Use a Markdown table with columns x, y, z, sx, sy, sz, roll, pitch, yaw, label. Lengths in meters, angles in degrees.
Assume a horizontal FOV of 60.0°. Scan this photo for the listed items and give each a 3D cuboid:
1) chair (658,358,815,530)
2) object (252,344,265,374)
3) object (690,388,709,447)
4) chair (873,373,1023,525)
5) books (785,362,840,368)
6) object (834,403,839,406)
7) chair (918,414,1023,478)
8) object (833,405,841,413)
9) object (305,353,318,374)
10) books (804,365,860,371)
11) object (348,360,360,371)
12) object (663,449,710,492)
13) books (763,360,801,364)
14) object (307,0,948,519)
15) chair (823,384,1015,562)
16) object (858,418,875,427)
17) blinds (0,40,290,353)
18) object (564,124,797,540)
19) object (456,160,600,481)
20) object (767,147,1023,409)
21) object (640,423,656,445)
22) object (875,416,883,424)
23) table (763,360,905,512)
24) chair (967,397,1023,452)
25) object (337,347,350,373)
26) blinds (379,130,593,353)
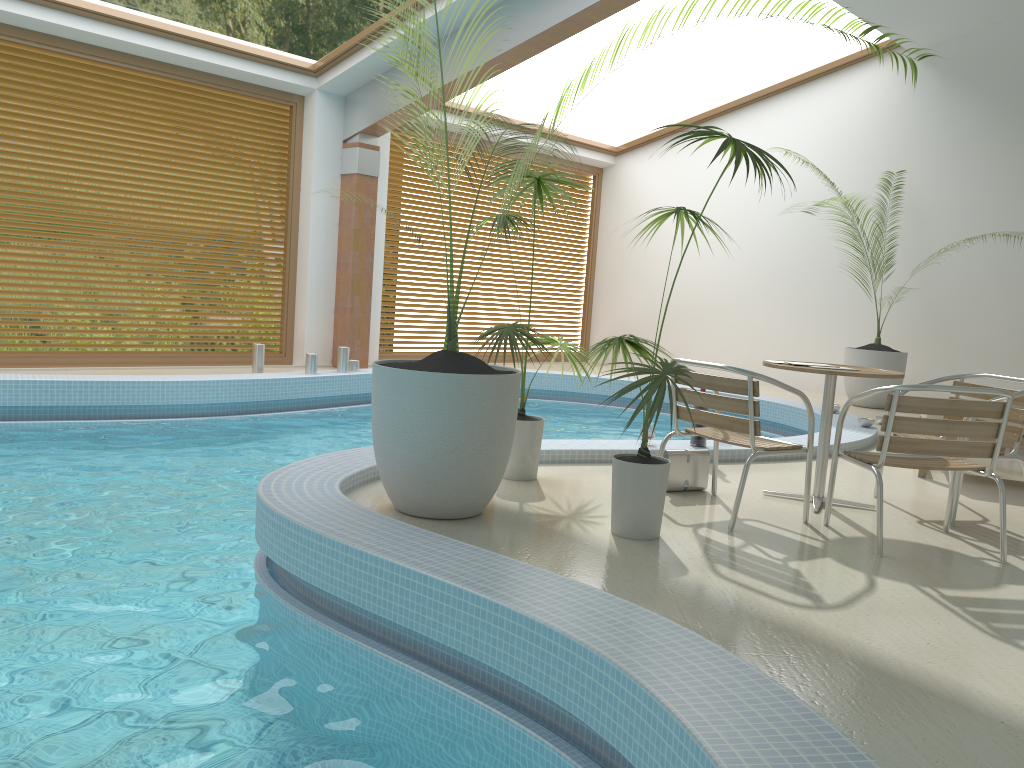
| x | y | z | sx | sy | sz | roll | pitch | yaw | label |
| --- | --- | --- | --- | --- | --- | --- | --- | --- | --- |
| 1.077 | 0.256 | 4.307 | 0.563 | 0.727 | 0.618 | 0 | 7 | -34 | chair |
| -2.507 | -0.235 | 8.767 | 0.115 | 0.320 | 0.115 | 4 | 6 | 3 | object |
| 1.233 | 0.188 | 5.787 | 0.109 | 0.435 | 0.109 | 3 | 6 | -11 | object |
| 2.336 | 0.307 | 4.671 | 0.563 | 0.727 | 0.618 | 3 | 6 | -14 | chair |
| 1.556 | -0.102 | 4.624 | 0.241 | 0.004 | 0.166 | 3 | 6 | -5 | books |
| 3.074 | 0.224 | 8.539 | 0.140 | 0.069 | 0.140 | 5 | 6 | 13 | object |
| 3.641 | 0.239 | 5.609 | 1.903 | 0.866 | 0.861 | 6 | 6 | 22 | chair |
| 3.021 | 0.238 | 8.364 | 0.140 | 0.069 | 0.140 | 5 | 6 | 13 | object |
| -1.945 | -0.196 | 8.604 | 0.115 | 0.194 | 0.115 | 3 | 6 | -6 | object |
| 1.632 | -0.085 | 4.552 | 0.241 | 0.004 | 0.166 | 3 | 6 | -5 | books |
| -1.642 | -0.191 | 9.199 | 0.115 | 0.107 | 0.115 | 4 | 6 | 3 | object |
| 0.922 | 0.460 | 4.752 | 0.272 | 0.223 | 0.081 | 1 | 6 | -26 | object |
| 1.473 | -0.111 | 4.705 | 0.241 | 0.004 | 0.166 | 3 | 6 | -5 | books |
| -0.116 | -0.919 | 3.999 | 2.729 | 2.960 | 2.979 | 1 | 7 | -29 | object |
| 1.821 | 0.343 | 3.964 | 0.618 | 0.727 | 0.563 | 4 | 6 | -4 | chair |
| 2.975 | 0.328 | 7.452 | 0.140 | 0.069 | 0.140 | 5 | 6 | 13 | object |
| -3.983 | -1.665 | 8.757 | 0.095 | 2.921 | 4.200 | 9 | 8 | 43 | blinds |
| 0.667 | -0.190 | 3.684 | 0.791 | 1.695 | 1.059 | 3 | 6 | -11 | object |
| 0.054 | -0.347 | 4.815 | 0.791 | 1.695 | 1.059 | 7 | 7 | 31 | object |
| 4.204 | -1.194 | 9.693 | 2.979 | 2.960 | 2.729 | 5 | 6 | 8 | object |
| 0.877 | 0.321 | 5.731 | 0.102 | 0.137 | 0.102 | 0 | 7 | -37 | object |
| 3.509 | 0.349 | 8.398 | 0.140 | 0.069 | 0.140 | 5 | 6 | 13 | object |
| 1.648 | 0.269 | 4.670 | 0.700 | 0.720 | 0.700 | 1 | 6 | -27 | table |
| 4.729 | 0.172 | 7.026 | 1.903 | 0.866 | 0.861 | 5 | 6 | 6 | chair |
| -1.706 | -0.246 | 8.963 | 0.115 | 0.254 | 0.115 | 3 | 6 | -6 | object |
| -0.381 | -1.792 | 12.489 | 0.095 | 2.921 | 4.414 | 9 | 8 | 43 | blinds |
